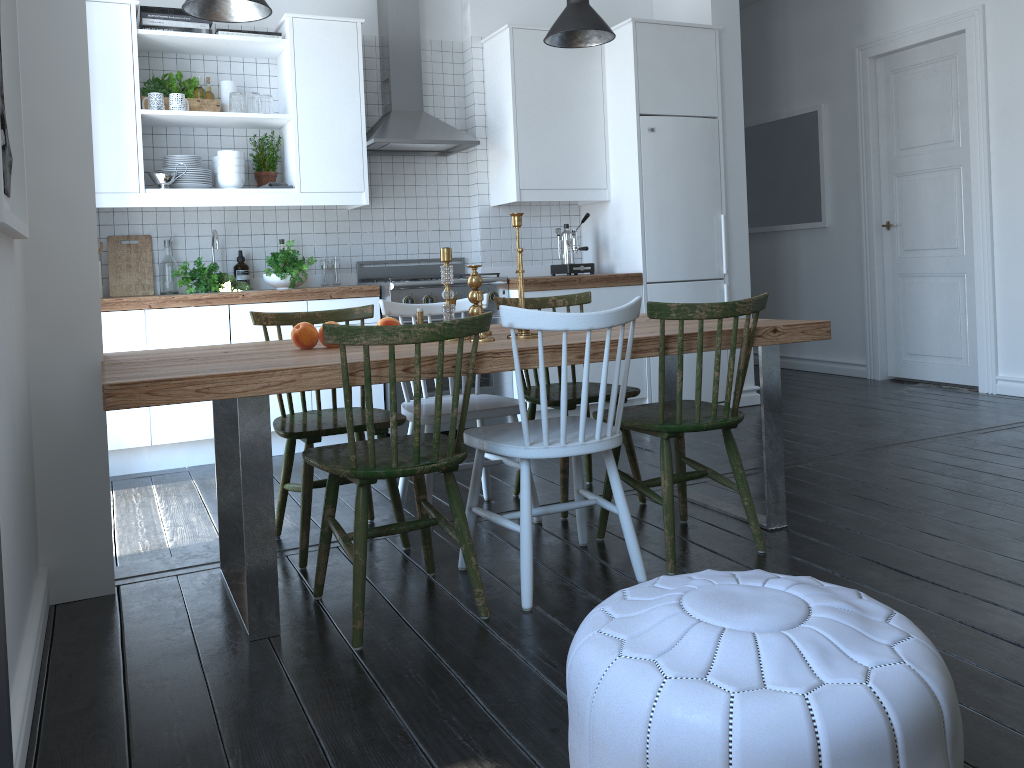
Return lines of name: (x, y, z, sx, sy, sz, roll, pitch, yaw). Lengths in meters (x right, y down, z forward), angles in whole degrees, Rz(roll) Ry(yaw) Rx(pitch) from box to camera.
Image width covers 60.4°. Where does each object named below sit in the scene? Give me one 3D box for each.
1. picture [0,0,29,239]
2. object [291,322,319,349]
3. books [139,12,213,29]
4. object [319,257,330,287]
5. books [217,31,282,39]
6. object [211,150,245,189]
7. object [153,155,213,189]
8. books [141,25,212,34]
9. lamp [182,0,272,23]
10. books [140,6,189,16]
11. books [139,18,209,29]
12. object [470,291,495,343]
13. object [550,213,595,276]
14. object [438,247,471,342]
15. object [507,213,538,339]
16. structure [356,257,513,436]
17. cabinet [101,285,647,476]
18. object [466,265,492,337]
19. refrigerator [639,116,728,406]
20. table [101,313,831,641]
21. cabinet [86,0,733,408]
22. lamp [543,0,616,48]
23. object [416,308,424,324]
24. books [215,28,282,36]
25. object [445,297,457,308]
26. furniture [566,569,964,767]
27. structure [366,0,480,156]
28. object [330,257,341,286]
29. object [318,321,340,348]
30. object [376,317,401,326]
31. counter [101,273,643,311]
picture: (-1.188, -0.788, 1.997, 0.083, 0.885, 0.689, -3, 3, -25)
object: (-0.663, -0.154, 2.818, 0.088, 0.090, 0.084, -5, 5, -35)
books: (-1.810, -1.929, 4.734, 0.352, 0.030, 0.289, -6, 8, -25)
object: (-1.102, -0.660, 5.181, 0.059, 0.172, 0.059, -3, 2, -11)
books: (-1.470, -1.893, 4.886, 0.351, 0.038, 0.262, -6, 8, -26)
object: (-1.543, -1.156, 4.801, 0.150, 0.215, 0.310, -4, 5, -27)
object: (-1.776, -1.128, 4.751, 0.301, 0.194, 0.307, -5, 6, -24)
books: (-1.805, -1.861, 4.733, 0.352, 0.044, 0.261, -6, 8, -23)
lamp: (-2.323, -1.263, 3.483, 2.709, 2.504, 0.492, -5, 2, -25)
books: (-1.820, -1.962, 4.725, 0.326, 0.038, 0.260, -6, 8, -23)
books: (-1.814, -1.896, 4.719, 0.329, 0.030, 0.260, -6, 8, -27)
object: (-0.098, -0.215, 2.803, 0.080, 0.160, 0.080, -2, 2, 22)
object: (0.388, -0.848, 5.372, 0.206, 0.369, 0.354, -4, 4, -25)
object: (-0.214, -0.300, 2.939, 0.140, 0.310, 0.141, -2, 2, 17)
object: (0.032, -0.353, 2.873, 0.113, 0.409, 0.114, -2, 1, 27)
structure: (-0.451, -0.228, 5.143, 0.702, 1.016, 0.724, -4, 3, -25)
cabinet: (-0.808, -0.087, 4.969, 3.189, 0.813, 0.732, -5, 4, -17)
object: (-0.126, -0.290, 3.065, 0.101, 0.247, 0.101, -3, 2, -1)
refrigerator: (0.927, -0.738, 5.582, 0.578, 1.797, 0.682, -3, 2, -25)
table: (-0.132, 0.199, 2.952, 2.234, 0.714, 1.022, -6, 6, -25)
cabinet: (-0.543, -0.891, 5.069, 3.799, 2.366, 0.780, -5, 2, -21)
lamp: (0.338, -2.299, 4.674, 0.386, 0.937, 0.386, -3, 2, -16)
object: (-0.314, -0.209, 3.023, 0.103, 0.114, 0.102, -6, 5, -39)
books: (-1.475, -1.920, 4.893, 0.342, 0.016, 0.276, -6, 8, -23)
object: (-0.213, -0.236, 3.100, 0.049, 0.138, 0.049, -3, 2, -25)
furniture: (0.391, 0.557, 1.439, 0.612, 0.418, 0.617, -6, 6, -31)
structure: (-0.611, -2.031, 5.186, 0.635, 1.301, 0.529, -3, 2, -25)
object: (-1.037, -0.664, 5.188, 0.059, 0.172, 0.059, -3, 2, -11)
object: (-0.581, -0.159, 2.837, 0.083, 0.088, 0.091, -2, 4, 1)
object: (-0.421, -0.187, 3.018, 0.089, 0.084, 0.085, -3, 4, -12)
counter: (-0.809, -0.513, 4.908, 3.109, 0.073, 0.850, -6, 8, -25)
